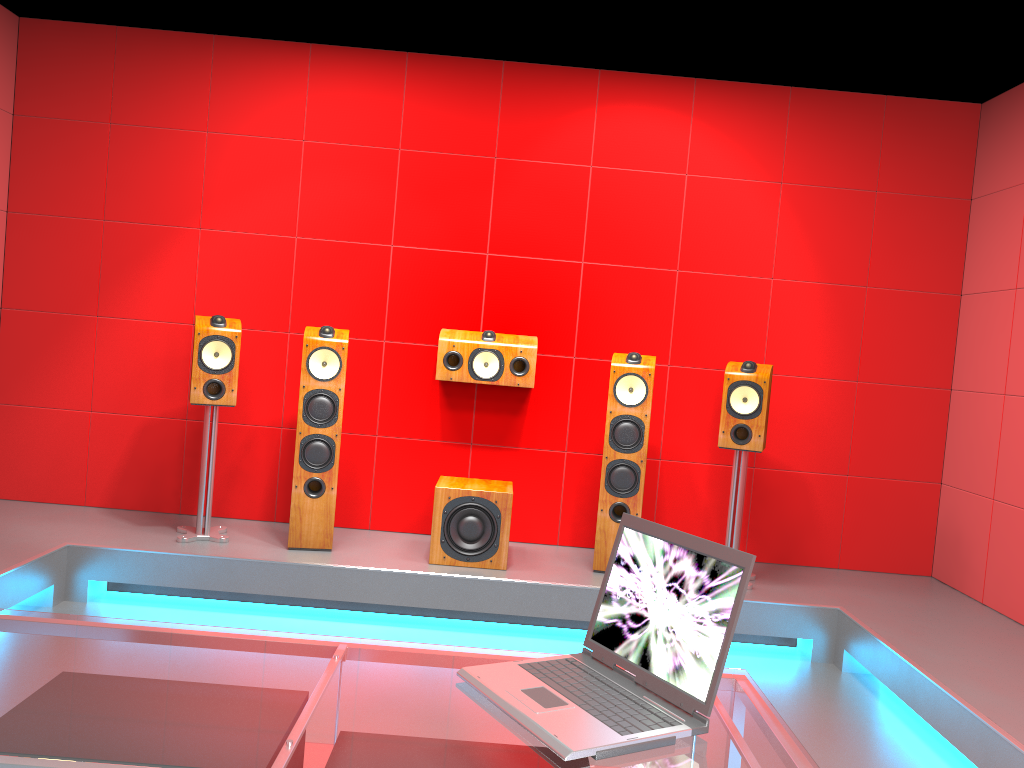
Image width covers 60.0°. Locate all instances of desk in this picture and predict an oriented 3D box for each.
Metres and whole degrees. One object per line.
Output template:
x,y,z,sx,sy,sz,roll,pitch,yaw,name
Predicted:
-0.372,0.838,1.445,1.617,0.690,0.594,5,2,-1,desk

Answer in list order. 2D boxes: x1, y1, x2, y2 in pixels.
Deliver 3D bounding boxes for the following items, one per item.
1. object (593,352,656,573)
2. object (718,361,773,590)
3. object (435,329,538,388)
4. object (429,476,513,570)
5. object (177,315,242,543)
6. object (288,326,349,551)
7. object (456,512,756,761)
0.542,0.372,4.260,0.203,1.052,0.238,5,2,9,object
1.090,0.417,4.244,0.231,1.058,0.265,6,2,19,object
-0.126,-0.139,4.532,0.493,0.271,0.235,5,2,-1,object
-0.190,0.657,4.239,0.360,0.360,0.360,5,2,-1,object
-1.432,0.201,4.211,0.231,1.058,0.265,4,2,-21,object
-0.917,0.248,4.218,0.203,1.052,0.238,4,2,-11,object
0.146,0.392,1.474,0.340,0.285,0.342,4,3,-31,object
